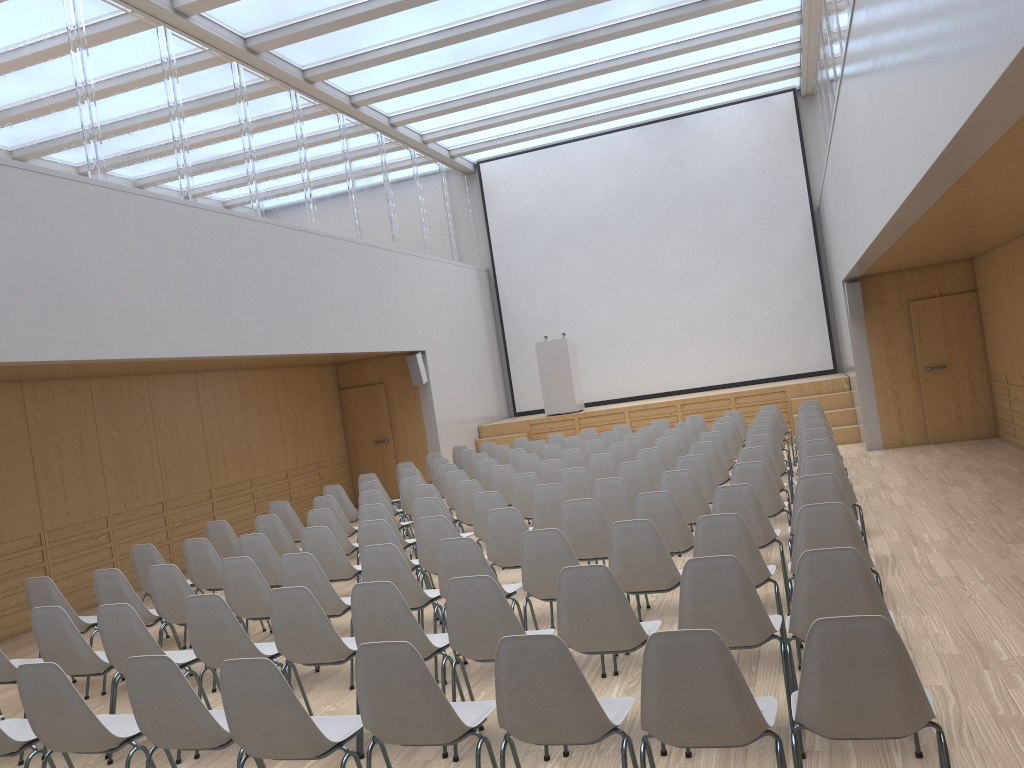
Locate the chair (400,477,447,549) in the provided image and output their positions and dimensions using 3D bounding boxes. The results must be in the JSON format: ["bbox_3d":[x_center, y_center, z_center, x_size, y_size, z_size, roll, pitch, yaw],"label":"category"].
[{"bbox_3d":[-0.966,1.428,9.817,0.479,0.876,0.505,-8,0,18],"label":"chair"}]

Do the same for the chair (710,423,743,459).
[{"bbox_3d":[2.633,0.891,10.823,0.479,0.876,0.505,-8,0,18],"label":"chair"}]

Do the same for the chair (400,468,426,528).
[{"bbox_3d":[-1.113,1.447,11.022,0.479,0.876,0.505,-8,0,18],"label":"chair"}]

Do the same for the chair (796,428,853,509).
[{"bbox_3d":[2.998,0.841,8.600,0.479,0.876,0.505,-8,0,18],"label":"chair"}]

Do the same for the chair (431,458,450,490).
[{"bbox_3d":[-0.810,1.400,11.911,0.479,0.876,0.505,-8,0,18],"label":"chair"}]

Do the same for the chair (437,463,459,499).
[{"bbox_3d":[-0.649,1.378,10.850,0.479,0.876,0.505,-8,0,18],"label":"chair"}]

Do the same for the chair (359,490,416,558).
[{"bbox_3d":[-1.262,1.473,8.949,0.479,0.876,0.505,-8,0,18],"label":"chair"}]

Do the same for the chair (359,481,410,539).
[{"bbox_3d":[-1.450,1.499,10.062,0.479,0.876,0.505,-8,0,18],"label":"chair"}]

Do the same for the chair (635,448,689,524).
[{"bbox_3d":[1.493,1.063,9.074,0.479,0.876,0.505,-8,0,18],"label":"chair"}]

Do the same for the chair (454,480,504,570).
[{"bbox_3d":[-0.292,1.329,8.587,0.479,0.876,0.505,-8,0,18],"label":"chair"}]

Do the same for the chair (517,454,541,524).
[{"bbox_3d":[0.315,1.236,10.512,0.479,0.876,0.505,-8,0,18],"label":"chair"}]

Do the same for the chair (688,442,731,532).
[{"bbox_3d":[1.989,0.990,8.889,0.479,0.876,0.505,-8,0,18],"label":"chair"}]

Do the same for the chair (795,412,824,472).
[{"bbox_3d":[3.589,0.749,10.509,0.479,0.876,0.505,-8,0,18],"label":"chair"}]

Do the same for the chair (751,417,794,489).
[{"bbox_3d":[3.087,0.823,10.703,0.479,0.876,0.505,-8,0,18],"label":"chair"}]

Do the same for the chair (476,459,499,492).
[{"bbox_3d":[-0.167,1.307,10.649,0.479,0.876,0.505,-8,0,18],"label":"chair"}]

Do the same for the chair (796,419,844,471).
[{"bbox_3d":[3.292,0.795,9.513,0.479,0.876,0.505,-8,0,18],"label":"chair"}]

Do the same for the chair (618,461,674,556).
[{"bbox_3d":[1.203,1.108,8.096,0.479,0.876,0.505,-8,0,18],"label":"chair"}]

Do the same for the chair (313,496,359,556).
[{"bbox_3d":[-1.753,1.546,9.129,0.479,0.876,0.505,-8,0,18],"label":"chair"}]

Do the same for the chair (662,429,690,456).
[{"bbox_3d":[2.080,0.973,10.962,0.479,0.876,0.505,-8,0,18],"label":"chair"}]

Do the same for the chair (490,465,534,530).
[{"bbox_3d":[0.022,1.281,9.608,0.479,0.876,0.505,-8,0,18],"label":"chair"}]

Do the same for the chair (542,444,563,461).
[{"bbox_3d":[0.634,1.187,11.480,0.479,0.876,0.505,-8,0,18],"label":"chair"}]

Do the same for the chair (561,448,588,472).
[{"bbox_3d":[0.816,1.162,10.326,0.479,0.876,0.505,-8,0,18],"label":"chair"}]

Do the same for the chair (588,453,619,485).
[{"bbox_3d":[1.032,1.132,9.246,0.479,0.876,0.505,-8,0,18],"label":"chair"}]

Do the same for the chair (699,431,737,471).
[{"bbox_3d":[2.293,0.943,9.863,0.479,0.876,0.505,-8,0,18],"label":"chair"}]

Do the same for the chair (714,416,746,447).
[{"bbox_3d":[2.888,0.851,11.748,0.479,0.876,0.505,-8,0,18],"label":"chair"}]

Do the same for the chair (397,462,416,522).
[{"bbox_3d":[-1.300,1.473,12.134,0.479,0.876,0.505,-8,0,18],"label":"chair"}]

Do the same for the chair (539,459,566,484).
[{"bbox_3d":[0.534,1.205,9.429,0.479,0.876,0.505,-8,0,18],"label":"chair"}]

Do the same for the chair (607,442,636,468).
[{"bbox_3d":[1.335,1.085,10.227,0.479,0.876,0.505,-8,0,18],"label":"chair"}]

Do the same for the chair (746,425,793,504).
[{"bbox_3d":[2.788,0.870,9.750,0.479,0.876,0.505,-8,0,18],"label":"chair"}]

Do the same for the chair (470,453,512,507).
[{"bbox_3d":[-0.301,1.325,11.816,0.479,0.876,0.505,-8,0,18],"label":"chair"}]

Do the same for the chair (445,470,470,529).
[{"bbox_3d":[-0.472,1.354,9.741,0.479,0.876,0.505,-8,0,18],"label":"chair"}]

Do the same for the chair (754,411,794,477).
[{"bbox_3d":[3.386,0.777,11.646,0.479,0.876,0.505,-8,0,18],"label":"chair"}]

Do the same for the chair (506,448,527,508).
[{"bbox_3d":[0.182,1.254,11.607,0.479,0.876,0.505,-8,0,18],"label":"chair"}]

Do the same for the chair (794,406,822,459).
[{"bbox_3d":[3.874,0.705,11.424,0.479,0.876,0.505,-8,0,18],"label":"chair"}]

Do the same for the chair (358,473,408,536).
[{"bbox_3d":[-1.644,1.526,11.134,0.479,0.876,0.505,-8,0,18],"label":"chair"}]

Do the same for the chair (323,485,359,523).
[{"bbox_3d":[-1.890,1.564,10.236,0.479,0.876,0.505,-8,0,18],"label":"chair"}]

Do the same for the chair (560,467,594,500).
[{"bbox_3d":[0.693,1.184,8.307,0.479,0.876,0.505,-8,0,18],"label":"chair"}]

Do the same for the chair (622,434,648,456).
[{"bbox_3d":[1.617,1.041,11.176,0.479,0.876,0.505,-8,0,18],"label":"chair"}]

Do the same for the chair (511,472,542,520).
[{"bbox_3d":[0.250,1.249,8.471,0.479,0.876,0.505,-8,0,18],"label":"chair"}]

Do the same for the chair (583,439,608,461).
[{"bbox_3d":[1.137,1.112,11.229,0.479,0.876,0.505,-8,0,18],"label":"chair"}]

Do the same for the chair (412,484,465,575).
[{"bbox_3d":[-0.719,1.393,8.800,0.479,0.876,0.505,-8,0,18],"label":"chair"}]

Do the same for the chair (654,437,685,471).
[{"bbox_3d":[1.835,1.011,10.034,0.479,0.876,0.505,-8,0,18],"label":"chair"}]

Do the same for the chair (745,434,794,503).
[{"bbox_3d":[2.515,0.912,8.778,0.479,0.876,0.505,-8,0,18],"label":"chair"}]
